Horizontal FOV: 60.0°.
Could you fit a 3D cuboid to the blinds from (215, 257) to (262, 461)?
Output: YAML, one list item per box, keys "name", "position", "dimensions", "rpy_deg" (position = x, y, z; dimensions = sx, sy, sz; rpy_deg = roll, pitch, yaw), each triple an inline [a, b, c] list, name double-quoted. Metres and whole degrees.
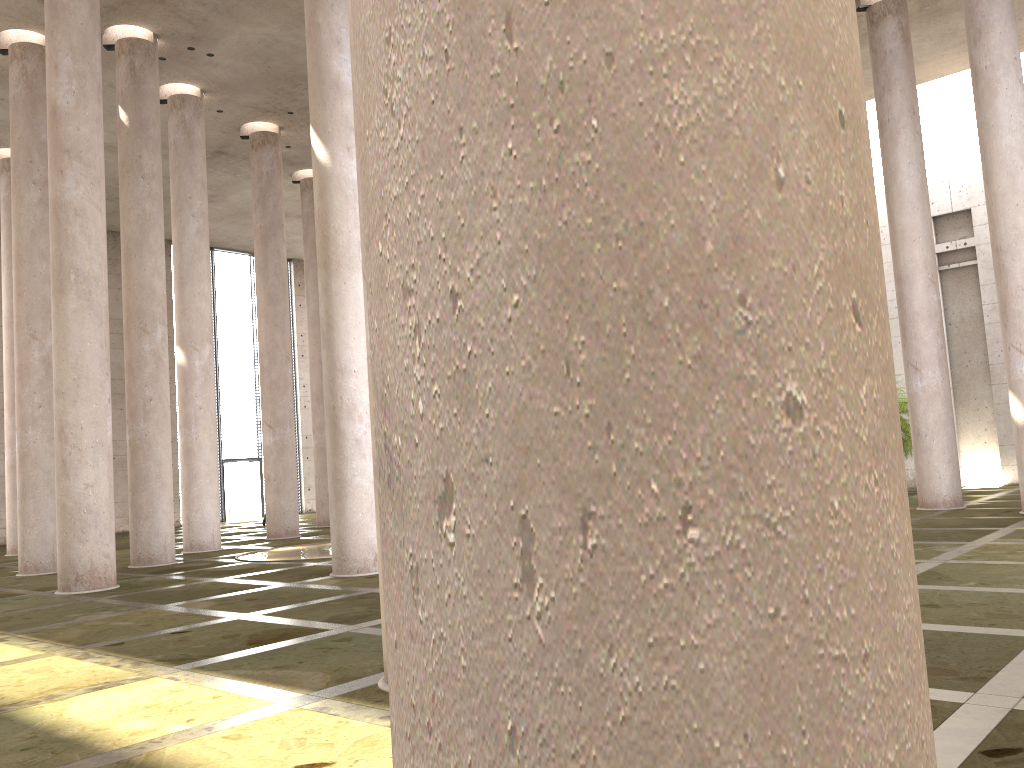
- name: "blinds"
  position: [-10.645, -0.988, 34.458]
  dimensions: [0.202, 7.905, 1.676]
  rpy_deg: [-8, -7, 41]

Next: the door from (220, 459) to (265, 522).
- name: "door"
  position: [-10.420, 4.038, 33.865]
  dimensions: [0.761, 2.300, 2.132]
  rpy_deg: [-6, -5, 21]

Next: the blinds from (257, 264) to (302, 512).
- name: "blinds"
  position: [-9.450, 0.030, 35.748]
  dimensions: [0.202, 10.355, 1.676]
  rpy_deg: [-8, -7, 41]

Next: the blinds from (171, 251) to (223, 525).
- name: "blinds"
  position: [-11.784, 0.076, 33.059]
  dimensions: [0.202, 10.110, 1.676]
  rpy_deg: [-8, -7, 41]

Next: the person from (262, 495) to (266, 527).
- name: "person"
  position: [-7.523, 3.568, 27.631]
  dimensions: [0.789, 1.752, 0.001]
  rpy_deg: [-6, -5, 21]

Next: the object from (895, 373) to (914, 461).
- name: "object"
  position: [9.648, 1.371, 23.311]
  dimensions: [2.483, 3.247, 2.333]
  rpy_deg: [-3, -5, -11]

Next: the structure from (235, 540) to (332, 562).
- name: "structure"
  position: [-3.458, 3.050, 17.589]
  dimensions: [3.913, 1.279, 3.916]
  rpy_deg: [-5, -5, 13]
